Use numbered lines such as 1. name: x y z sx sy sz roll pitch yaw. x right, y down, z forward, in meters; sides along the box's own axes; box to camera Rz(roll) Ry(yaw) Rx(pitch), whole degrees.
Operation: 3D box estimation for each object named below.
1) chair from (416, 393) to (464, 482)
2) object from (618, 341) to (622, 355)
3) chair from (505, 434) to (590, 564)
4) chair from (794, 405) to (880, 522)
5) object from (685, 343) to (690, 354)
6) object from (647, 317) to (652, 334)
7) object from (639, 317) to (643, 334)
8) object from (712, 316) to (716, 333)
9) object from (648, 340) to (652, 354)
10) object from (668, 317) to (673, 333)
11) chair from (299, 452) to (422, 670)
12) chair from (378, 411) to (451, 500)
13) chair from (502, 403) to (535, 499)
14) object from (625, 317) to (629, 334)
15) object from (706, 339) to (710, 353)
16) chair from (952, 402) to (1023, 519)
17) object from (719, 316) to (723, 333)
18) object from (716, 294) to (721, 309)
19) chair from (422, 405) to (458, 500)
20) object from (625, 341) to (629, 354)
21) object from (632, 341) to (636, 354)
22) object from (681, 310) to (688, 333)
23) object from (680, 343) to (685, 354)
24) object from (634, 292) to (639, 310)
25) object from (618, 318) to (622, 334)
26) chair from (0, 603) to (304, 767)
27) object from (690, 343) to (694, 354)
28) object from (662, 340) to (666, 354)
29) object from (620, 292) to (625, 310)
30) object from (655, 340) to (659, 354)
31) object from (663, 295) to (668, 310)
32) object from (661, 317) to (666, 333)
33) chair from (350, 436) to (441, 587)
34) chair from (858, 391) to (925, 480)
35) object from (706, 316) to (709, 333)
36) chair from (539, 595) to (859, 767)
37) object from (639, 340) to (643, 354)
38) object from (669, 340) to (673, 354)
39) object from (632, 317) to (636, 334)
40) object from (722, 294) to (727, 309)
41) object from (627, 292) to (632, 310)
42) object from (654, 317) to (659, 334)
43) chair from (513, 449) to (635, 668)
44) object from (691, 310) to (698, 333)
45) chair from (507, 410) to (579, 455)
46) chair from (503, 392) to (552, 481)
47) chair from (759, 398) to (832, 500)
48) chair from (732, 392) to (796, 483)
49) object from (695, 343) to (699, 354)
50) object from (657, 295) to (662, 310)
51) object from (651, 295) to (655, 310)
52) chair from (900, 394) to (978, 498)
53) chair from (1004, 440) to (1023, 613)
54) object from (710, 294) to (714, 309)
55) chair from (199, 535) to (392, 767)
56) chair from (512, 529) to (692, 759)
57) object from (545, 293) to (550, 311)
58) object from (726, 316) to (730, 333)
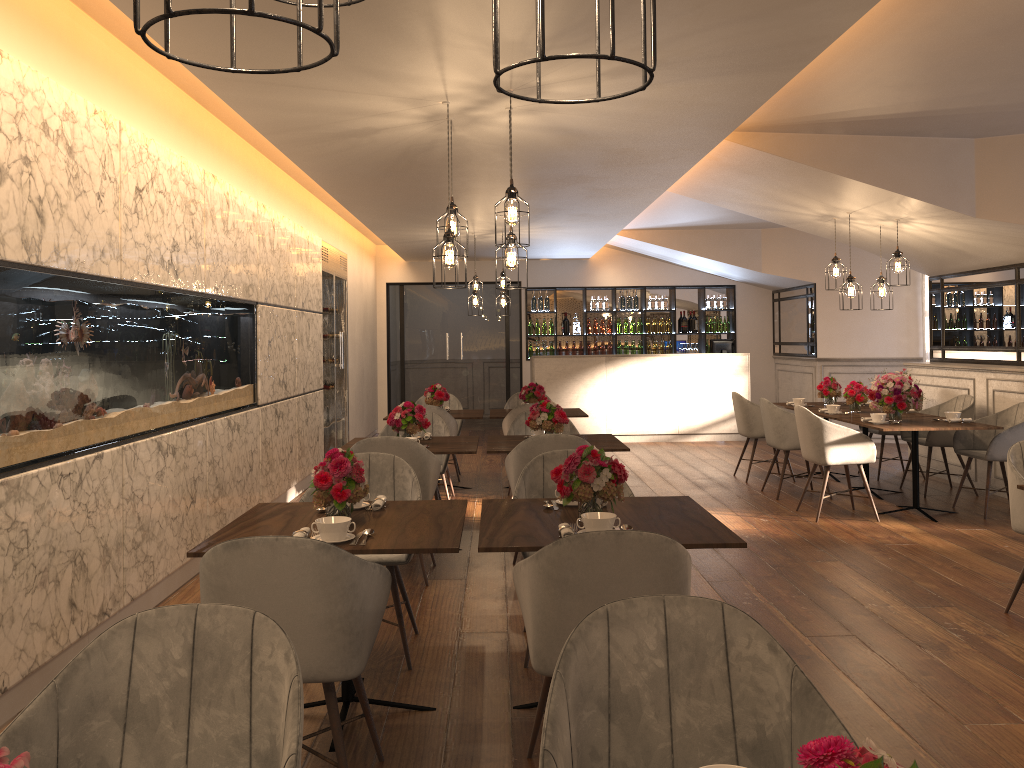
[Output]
1. chair: -0.768 0.536 9.094 0.565 0.873 0.526 -1 0 -1
2. object: 1.703 -0.554 13.926 0.065 0.261 0.066 -1 0 -22
3. chair: 0.244 0.707 5.306 0.565 0.873 0.526 -1 0 -1
4. chair: 2.504 0.599 6.917 0.526 0.873 0.565 -1 0 -1
5. object: 2.764 -0.540 13.944 0.065 0.208 0.065 -1 0 44
6. object: 2.163 -0.923 13.938 0.065 0.261 0.066 -1 0 -22
7. object: 2.029 -0.922 13.935 0.065 0.263 0.066 -1 0 -22
8. object: 3.185 -0.937 13.956 0.065 0.261 0.066 -1 0 -22
9. object: 2.167 -0.560 13.934 0.065 0.261 0.066 -1 0 -22
10. object: 2.494 -0.928 13.944 0.065 0.261 0.066 -1 0 -22
11. chair: -0.678 0.780 4.039 0.565 0.873 0.526 -1 0 -1
12. chair: -0.724 0.656 6.617 0.565 0.873 0.526 -1 0 -1
13. chair: 0.200 0.587 7.783 0.565 0.873 0.526 -1 0 -1
14. object: 1.808 -0.919 13.931 0.065 0.263 0.066 -1 0 -22
15. object: 3.079 -0.574 13.950 0.065 0.263 0.066 -1 0 -22
16. chair: 3.832 0.580 6.958 0.526 0.873 0.565 -1 0 -1
17. object: 3.296 -0.939 13.958 0.065 0.261 0.066 -1 0 -22
18. object: 3.247 -1.294 13.930 0.070 0.236 0.041 -1 0 -1
19. chair: -0.759 0.600 7.766 0.565 0.873 0.526 -1 0 -1
20. object: 1.813 -0.555 13.928 0.065 0.261 0.066 -1 0 -22
21. object: 1.924 -0.557 13.930 0.065 0.261 0.066 -1 0 -22
22. object: 2.711 -0.978 13.926 0.104 0.360 0.104 -1 0 -39
23. object: 2.686 -0.539 13.943 0.065 0.208 0.065 -1 0 44
24. object: 1.949 -1.314 13.906 0.075 0.310 0.075 -1 0 10
25. object: 1.698 -0.917 13.929 0.065 0.261 0.066 -1 0 -22
26. chair: -0.634 0.900 1.562 0.565 0.873 0.526 -1 0 -1
27. object: 2.841 -0.541 13.946 0.065 0.208 0.065 -1 0 44
28. object: 2.388 -0.563 13.938 0.065 0.261 0.066 -1 0 -22
29. object: 1.740 -1.312 13.902 0.075 0.310 0.075 -1 0 31
30. object: 2.278 -0.562 13.936 0.065 0.261 0.066 -1 0 -22
31. object: 2.415 -1.283 13.915 0.070 0.236 0.041 -1 0 -1
32. object: 2.384 -0.926 13.942 0.065 0.261 0.066 -1 0 -22
33. chair: -0.715 0.720 5.288 0.565 0.873 0.526 -1 0 -1
34. chair: 3.799 0.489 8.836 0.526 0.873 0.565 -1 0 -1
35. object: 3.075 -0.937 13.954 0.065 0.263 0.066 -1 0 -22
36. chair: 0.325 0.886 1.579 0.565 0.873 0.526 -1 0 -1
37. object: 2.034 -0.558 13.932 0.065 0.261 0.066 -1 0 -22
38. object: 2.499 -0.565 13.940 0.065 0.261 0.066 -1 0 -22
39. object: 1.919 -0.921 13.933 0.065 0.263 0.066 -1 0 -22
40. object: 3.347 -1.296 13.932 0.070 0.236 0.041 -1 0 -1
41. object: 1.845 -1.313 13.904 0.075 0.310 0.075 -1 0 10
42. object: 2.273 -0.925 13.940 0.065 0.261 0.066 -1 0 -22
43. chair: 0.281 0.767 4.056 0.565 0.873 0.526 -1 0 -1
44. object: 2.867 -0.982 13.925 0.104 0.359 0.104 -1 0 26
45. chair: 0.235 0.642 6.634 0.565 0.873 0.526 -1 0 -1
46. chair: 0.191 0.523 9.111 0.565 0.873 0.526 -1 0 -1
47. chair: 2.488 0.554 7.856 0.526 0.873 0.565 -1 0 -1
48. chair: 2.471 0.508 8.795 0.526 0.873 0.565 -1 0 -1
49. object: 2.919 -0.542 13.947 0.065 0.208 0.065 -1 0 44
50. object: 2.314 -1.281 13.913 0.070 0.236 0.041 -1 0 -1
51. object: 2.214 -1.280 13.911 0.070 0.236 0.041 -1 0 -1
52. chair: 3.815 0.534 7.897 0.526 0.873 0.565 -1 0 -1
53. chair: 2.701 0.726 4.246 0.565 0.873 0.526 -1 0 -1
54. object: 3.146 -1.293 13.928 0.070 0.236 0.041 -1 0 -1
55. chair: -0.670 0.844 2.711 0.565 0.873 0.526 -1 0 -1
56. chair: 0.289 0.831 2.728 0.565 0.873 0.526 -1 0 -1
57. object: 0.552 -1.295 13.881 0.075 0.310 0.075 0 -1 -44
58. object: 3.406 -0.940 13.960 0.065 0.261 0.066 -1 0 -22
